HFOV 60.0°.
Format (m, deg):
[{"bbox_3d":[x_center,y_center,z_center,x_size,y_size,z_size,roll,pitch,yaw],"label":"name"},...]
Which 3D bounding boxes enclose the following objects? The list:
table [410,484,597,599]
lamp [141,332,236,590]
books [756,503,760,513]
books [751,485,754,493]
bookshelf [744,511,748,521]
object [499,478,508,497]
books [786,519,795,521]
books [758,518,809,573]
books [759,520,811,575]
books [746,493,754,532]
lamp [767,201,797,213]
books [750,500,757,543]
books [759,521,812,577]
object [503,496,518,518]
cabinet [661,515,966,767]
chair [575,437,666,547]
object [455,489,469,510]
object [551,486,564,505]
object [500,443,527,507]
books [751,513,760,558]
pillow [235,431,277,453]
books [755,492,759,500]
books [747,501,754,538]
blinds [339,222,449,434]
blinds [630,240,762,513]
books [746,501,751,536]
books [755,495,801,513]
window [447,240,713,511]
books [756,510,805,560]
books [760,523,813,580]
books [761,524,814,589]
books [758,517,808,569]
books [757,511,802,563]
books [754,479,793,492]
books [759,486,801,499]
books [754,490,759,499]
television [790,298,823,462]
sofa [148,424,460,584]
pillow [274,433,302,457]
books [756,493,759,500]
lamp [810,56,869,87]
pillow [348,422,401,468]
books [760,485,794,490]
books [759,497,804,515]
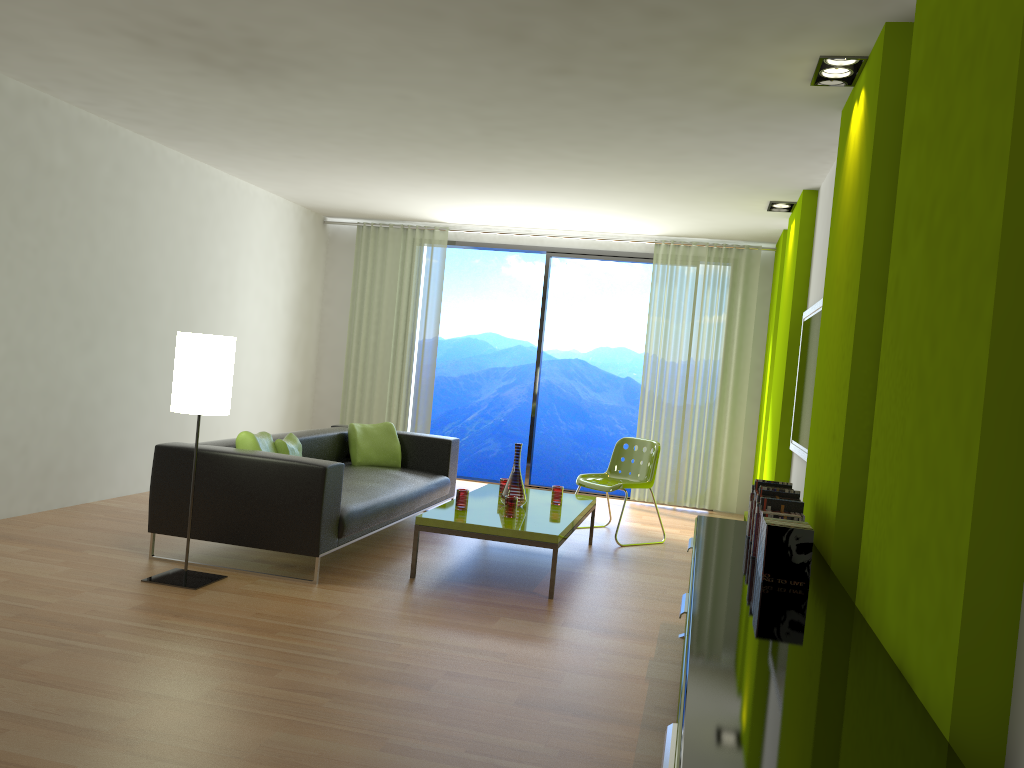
[{"bbox_3d":[0.021,0.949,5.667,0.810,0.349,1.682,6,1,12],"label":"table"},{"bbox_3d":[-1.594,0.370,4.473,0.302,1.244,0.295,6,1,12],"label":"lamp"},{"bbox_3d":[1.033,0.578,3.461,0.170,0.209,0.036,6,1,12],"label":"books"},{"bbox_3d":[1.173,0.576,4.045,0.172,0.215,0.030,6,1,12],"label":"books"},{"bbox_3d":[1.568,1.083,5.320,0.306,0.378,1.630,6,1,12],"label":"bookshelf"},{"bbox_3d":[-0.048,0.703,5.997,0.075,0.122,0.076,4,1,-43],"label":"object"},{"bbox_3d":[0.975,0.589,3.217,0.131,0.185,0.112,6,1,12],"label":"books"},{"bbox_3d":[0.954,0.582,3.116,0.154,0.200,0.031,6,1,12],"label":"books"},{"bbox_3d":[0.947,0.582,3.082,0.154,0.200,0.031,6,1,12],"label":"books"},{"bbox_3d":[1.155,0.592,3.990,0.180,0.183,0.025,6,1,12],"label":"books"},{"bbox_3d":[2.061,-1.411,6.765,0.192,0.131,0.352,6,1,12],"label":"lamp"},{"bbox_3d":[1.097,0.591,3.717,0.180,0.185,0.025,6,1,12],"label":"books"},{"bbox_3d":[0.939,0.582,3.047,0.154,0.200,0.031,6,1,12],"label":"books"},{"bbox_3d":[-0.008,0.722,5.205,0.076,0.122,0.075,5,1,-22],"label":"object"},{"bbox_3d":[0.748,0.962,2.680,0.547,0.593,3.384,6,1,12],"label":"cabinet"},{"bbox_3d":[0.805,0.794,6.809,0.546,0.759,0.640,4,1,-39],"label":"chair"},{"bbox_3d":[-0.299,0.693,5.307,0.075,0.122,0.076,4,1,-43],"label":"object"},{"bbox_3d":[0.299,0.738,5.864,0.075,0.122,0.076,4,1,-43],"label":"object"},{"bbox_3d":[0.024,0.576,5.622,0.168,0.400,0.168,5,1,-2],"label":"object"},{"bbox_3d":[1.013,0.594,3.395,0.178,0.177,0.030,6,1,12],"label":"books"},{"bbox_3d":[-1.478,0.467,5.205,0.210,0.403,0.457,5,1,-2],"label":"pillow"},{"bbox_3d":[1.143,0.583,3.891,0.163,0.201,0.025,6,1,12],"label":"books"},{"bbox_3d":[1.121,0.601,3.841,0.185,0.164,0.025,6,1,12],"label":"books"},{"bbox_3d":[-1.254,-0.385,9.287,1.012,2.568,0.067,6,1,12],"label":"blinds"},{"bbox_3d":[1.779,-0.089,8.619,1.012,2.568,0.067,6,1,12],"label":"blinds"},{"bbox_3d":[1.125,0.602,3.870,0.185,0.162,0.025,6,1,12],"label":"books"},{"bbox_3d":[1.090,0.575,3.658,0.172,0.217,0.031,6,1,12],"label":"books"},{"bbox_3d":[0.486,-0.136,9.133,3.336,2.498,0.219,6,1,12],"label":"window"},{"bbox_3d":[1.015,0.585,3.360,0.161,0.196,0.038,6,1,12],"label":"books"},{"bbox_3d":[0.931,0.581,3.008,0.154,0.202,0.048,6,1,12],"label":"books"},{"bbox_3d":[0.924,0.581,2.978,0.154,0.202,0.048,6,1,12],"label":"books"},{"bbox_3d":[0.961,0.582,3.147,0.154,0.200,0.031,6,1,12],"label":"books"},{"bbox_3d":[0.995,0.583,3.306,0.140,0.197,0.069,6,1,12],"label":"books"},{"bbox_3d":[1.171,0.561,4.008,0.163,0.246,0.017,6,1,12],"label":"books"},{"bbox_3d":[1.104,0.560,3.694,0.163,0.248,0.017,6,1,12],"label":"books"},{"bbox_3d":[1.158,0.583,3.960,0.163,0.201,0.032,6,1,12],"label":"books"},{"bbox_3d":[1.786,-0.020,5.290,0.028,0.941,1.537,6,1,12],"label":"television"},{"bbox_3d":[-1.181,0.688,5.949,1.061,0.639,2.583,6,1,12],"label":"sofa"},{"bbox_3d":[-1.408,0.481,5.593,0.164,0.317,0.380,5,1,-4],"label":"pillow"},{"bbox_3d":[1.128,0.583,3.814,0.163,0.204,0.025,6,1,12],"label":"books"},{"bbox_3d":[1.421,-1.415,3.849,0.192,0.131,0.352,6,1,12],"label":"lamp"},{"bbox_3d":[-1.066,0.471,6.815,0.399,0.362,0.269,5,1,-29],"label":"pillow"},{"bbox_3d":[1.162,0.571,3.930,0.144,0.227,0.025,6,1,12],"label":"books"},{"bbox_3d":[1.030,0.564,3.417,0.161,0.239,0.020,6,1,12],"label":"books"}]
